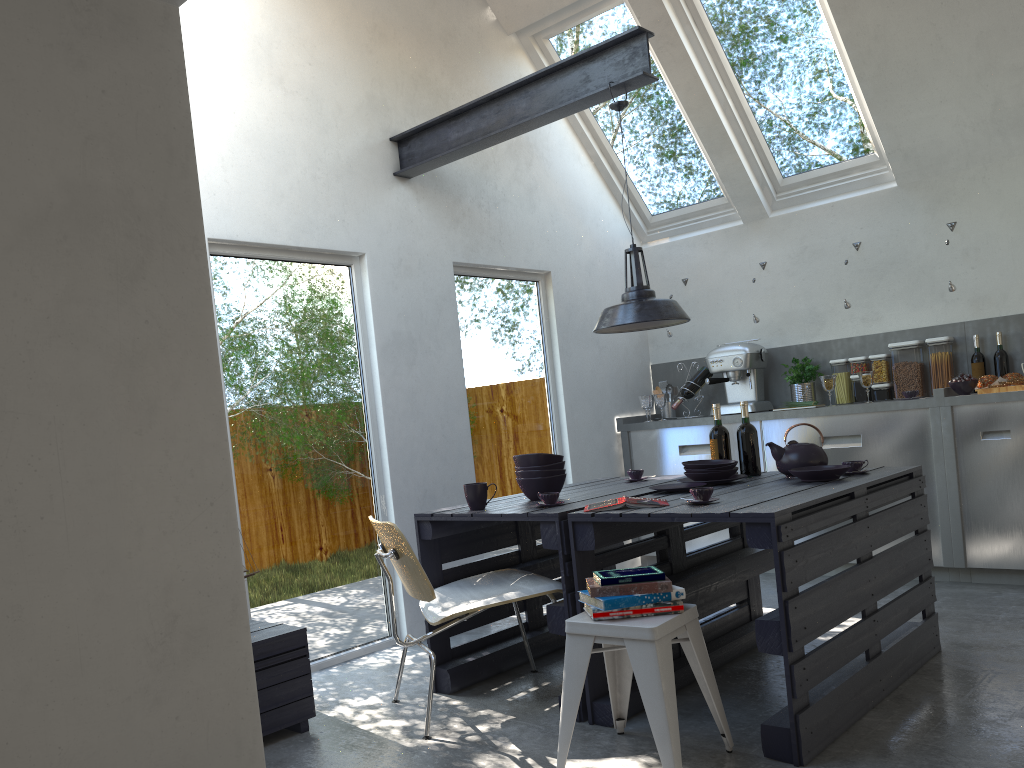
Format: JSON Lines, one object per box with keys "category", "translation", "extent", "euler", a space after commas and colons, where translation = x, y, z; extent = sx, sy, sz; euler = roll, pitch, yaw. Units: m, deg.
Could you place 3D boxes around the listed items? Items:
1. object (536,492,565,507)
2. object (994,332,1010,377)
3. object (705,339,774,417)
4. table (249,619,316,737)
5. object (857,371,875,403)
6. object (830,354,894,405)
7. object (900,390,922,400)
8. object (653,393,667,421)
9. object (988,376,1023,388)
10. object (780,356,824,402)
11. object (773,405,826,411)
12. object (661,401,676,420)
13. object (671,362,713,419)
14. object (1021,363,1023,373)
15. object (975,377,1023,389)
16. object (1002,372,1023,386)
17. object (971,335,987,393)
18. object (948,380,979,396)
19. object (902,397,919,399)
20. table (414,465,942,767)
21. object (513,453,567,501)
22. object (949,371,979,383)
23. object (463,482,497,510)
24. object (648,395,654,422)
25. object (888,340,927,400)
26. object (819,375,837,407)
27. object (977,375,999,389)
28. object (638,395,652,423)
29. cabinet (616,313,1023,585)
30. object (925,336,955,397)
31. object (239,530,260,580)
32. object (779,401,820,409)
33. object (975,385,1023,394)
{"category": "object", "translation": [0.154, 0.468, 3.557], "extent": [0.123, 0.056, 0.109], "euler": [-7, -2, 30]}
{"category": "object", "translation": [2.818, -0.128, 5.037], "extent": [0.067, 0.345, 0.077], "euler": [-7, 2, -45]}
{"category": "object", "translation": [1.532, -0.044, 5.950], "extent": [0.382, 0.501, 0.400], "euler": [-5, 0, 42]}
{"category": "table", "translation": [-1.295, 1.224, 3.386], "extent": [0.559, 0.416, 0.867], "euler": [-6, -2, 42]}
{"category": "object", "translation": [2.155, 0.020, 5.304], "extent": [0.104, 0.192, 0.092], "euler": [-5, 1, 31]}
{"category": "object", "translation": [2.222, -0.024, 5.556], "extent": [0.364, 0.294, 0.099], "euler": [-6, 0, 42]}
{"category": "object", "translation": [2.300, 0.065, 5.047], "extent": [0.109, 0.056, 0.123], "euler": [-5, -2, -33]}
{"category": "object", "translation": [1.062, 0.167, 6.222], "extent": [0.094, 0.192, 0.103], "euler": [-6, 1, -25]}
{"category": "object", "translation": [2.803, -0.056, 4.678], "extent": [0.469, 0.112, 0.122], "euler": [-6, -1, 15]}
{"category": "object", "translation": [1.903, -0.011, 5.749], "extent": [0.246, 0.342, 0.252], "euler": [-6, 0, -5]}
{"category": "object", "translation": [1.814, 0.151, 5.528], "extent": [0.279, 0.012, 0.169], "euler": [-8, -3, 40]}
{"category": "object", "translation": [1.157, 0.198, 6.484], "extent": [0.106, 0.132, 0.108], "euler": [-6, 0, -7]}
{"category": "object", "translation": [1.243, 0.044, 6.211], "extent": [0.320, 0.394, 0.242], "euler": [-6, 1, -18]}
{"category": "object", "translation": [2.844, -0.062, 4.762], "extent": [0.085, 0.120, 0.085], "euler": [-6, 0, -26]}
{"category": "object", "translation": [2.692, -0.013, 4.843], "extent": [0.191, 0.059, 0.206], "euler": [-5, -2, -28]}
{"category": "object", "translation": [2.772, -0.026, 4.841], "extent": [0.118, 0.077, 0.120], "euler": [-5, -1, -5]}
{"category": "object", "translation": [2.730, -0.116, 5.118], "extent": [0.077, 0.345, 0.068], "euler": [-4, 2, 35]}
{"category": "object", "translation": [2.501, 0.024, 4.840], "extent": [0.147, 0.079, 0.146], "euler": [-6, -2, 0]}
{"category": "object", "translation": [2.268, 0.084, 5.026], "extent": [0.137, 0.013, 0.026], "euler": [-6, -2, 19]}
{"category": "table", "translation": [0.701, 0.850, 3.780], "extent": [1.709, 0.798, 1.409], "euler": [-7, -2, 42]}
{"category": "object", "translation": [0.128, 0.409, 3.888], "extent": [0.206, 0.214, 0.200], "euler": [-6, 0, 43]}
{"category": "object", "translation": [2.496, -0.026, 4.838], "extent": [0.169, 0.095, 0.134], "euler": [-6, -1, 28]}
{"category": "object", "translation": [-0.139, 0.477, 3.712], "extent": [0.137, 0.109, 0.094], "euler": [-6, 0, 34]}
{"category": "object", "translation": [0.999, 0.179, 6.362], "extent": [0.102, 0.192, 0.095], "euler": [-5, 1, 13]}
{"category": "object", "translation": [2.436, -0.081, 5.377], "extent": [0.186, 0.355, 0.119], "euler": [-5, 1, 41]}
{"category": "object", "translation": [1.934, 0.043, 5.328], "extent": [0.099, 0.192, 0.098], "euler": [-5, 1, 1]}
{"category": "object", "translation": [2.653, -0.014, 4.866], "extent": [0.118, 0.077, 0.120], "euler": [-5, -1, -5]}
{"category": "object", "translation": [0.957, 0.177, 6.231], "extent": [0.105, 0.192, 0.092], "euler": [-5, 1, 36]}
{"category": "cabinet", "translation": [2.080, 0.445, 5.503], "extent": [3.041, 1.479, 0.532], "euler": [-7, 0, 42]}
{"category": "object", "translation": [2.579, -0.100, 5.249], "extent": [0.136, 0.355, 0.119], "euler": [-4, 2, 41]}
{"category": "object", "translation": [-1.309, 0.522, 3.305], "extent": [0.150, 0.991, 0.739], "euler": [-4, 1, 42]}
{"category": "object", "translation": [1.795, 0.130, 5.541], "extent": [0.134, 0.053, 0.292], "euler": [-4, -3, -33]}
{"category": "object", "translation": [2.792, 0.014, 4.681], "extent": [0.501, 0.028, 0.288], "euler": [-8, -3, 42]}
